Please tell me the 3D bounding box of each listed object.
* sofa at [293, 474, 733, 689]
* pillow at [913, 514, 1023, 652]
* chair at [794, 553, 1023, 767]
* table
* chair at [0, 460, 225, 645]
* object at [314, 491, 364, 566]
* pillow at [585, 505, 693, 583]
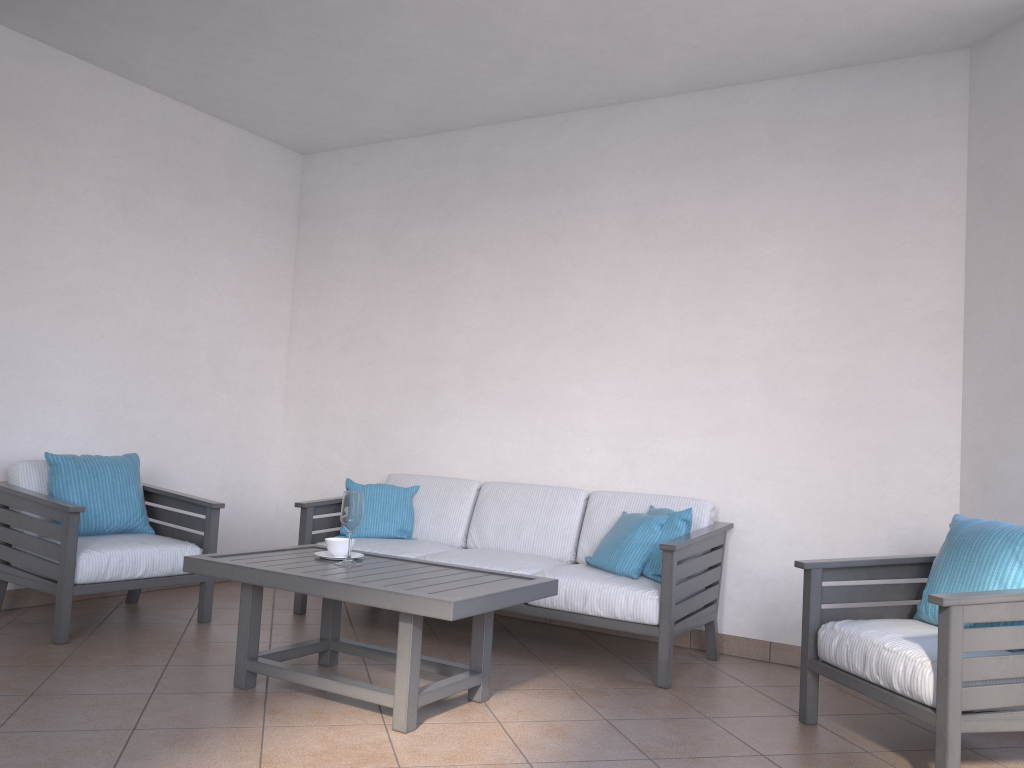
[{"bbox_3d":[-0.054,0.902,4.568,2.161,0.765,0.807,1,-5,31],"label":"sofa"},{"bbox_3d":[1.662,0.680,3.115,0.316,0.426,0.510,4,-4,-16],"label":"pillow"},{"bbox_3d":[1.552,0.892,3.080,0.807,0.765,0.797,4,-4,-14],"label":"chair"},{"bbox_3d":[-0.557,0.939,3.381,1.260,0.473,0.710,1,-5,31],"label":"table"},{"bbox_3d":[-2.018,0.776,4.380,0.807,0.765,0.797,0,-5,36],"label":"chair"},{"bbox_3d":[-0.694,0.571,3.596,0.203,0.284,0.337,4,-4,-8],"label":"object"},{"bbox_3d":[0.588,0.742,4.159,0.377,0.370,0.543,5,-4,-19],"label":"pillow"}]
